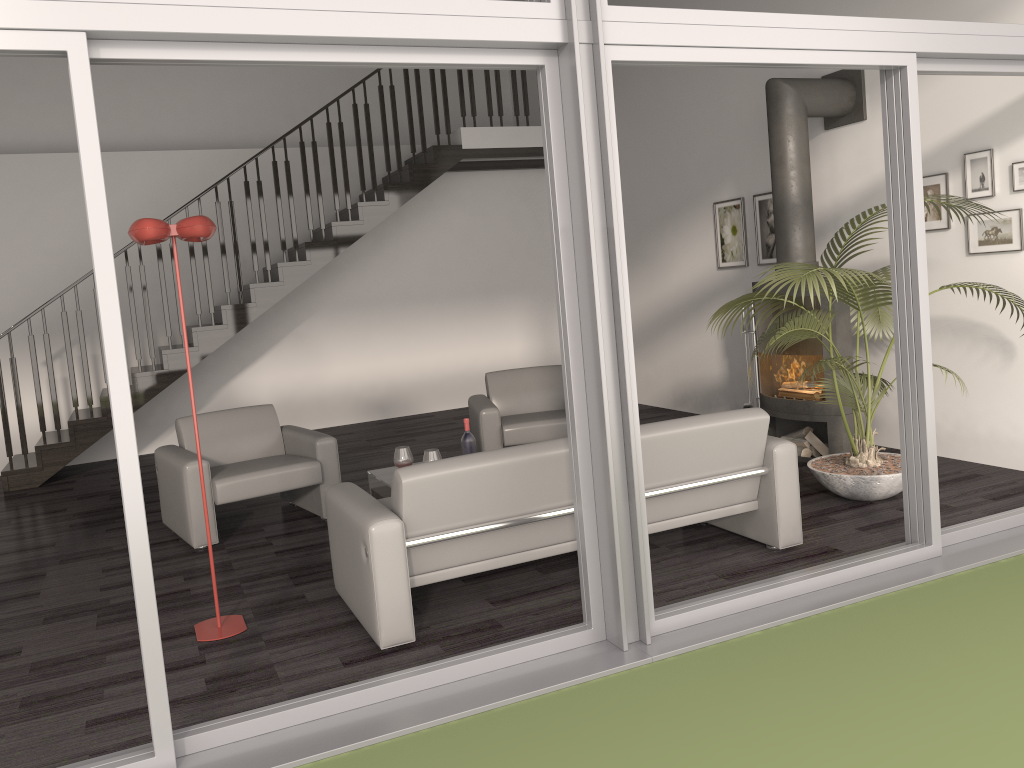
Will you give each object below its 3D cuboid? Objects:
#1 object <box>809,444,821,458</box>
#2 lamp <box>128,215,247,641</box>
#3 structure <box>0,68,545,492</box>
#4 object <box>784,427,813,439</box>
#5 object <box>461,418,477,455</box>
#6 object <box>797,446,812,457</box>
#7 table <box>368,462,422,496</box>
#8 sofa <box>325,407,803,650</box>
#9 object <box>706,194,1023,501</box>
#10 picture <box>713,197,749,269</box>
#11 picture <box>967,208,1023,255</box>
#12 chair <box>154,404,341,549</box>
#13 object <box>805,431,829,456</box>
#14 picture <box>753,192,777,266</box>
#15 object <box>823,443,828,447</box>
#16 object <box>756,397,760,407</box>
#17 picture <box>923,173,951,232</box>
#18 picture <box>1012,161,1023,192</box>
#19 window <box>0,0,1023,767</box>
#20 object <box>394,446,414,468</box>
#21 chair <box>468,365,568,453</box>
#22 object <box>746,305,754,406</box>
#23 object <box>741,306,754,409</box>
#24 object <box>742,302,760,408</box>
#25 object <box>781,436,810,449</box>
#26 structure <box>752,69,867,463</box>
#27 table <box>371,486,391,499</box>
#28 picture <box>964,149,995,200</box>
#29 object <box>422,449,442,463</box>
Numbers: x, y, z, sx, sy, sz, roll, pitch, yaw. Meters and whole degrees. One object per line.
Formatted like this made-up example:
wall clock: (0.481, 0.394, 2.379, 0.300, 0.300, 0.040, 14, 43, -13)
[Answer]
object: (2.057, 0.456, 6.232, 0.085, 0.086, 0.266, -7, 7, -21)
lamp: (-1.363, 0.187, 3.821, 0.354, 1.783, 0.365, -7, 5, -23)
structure: (-1.800, -1.545, 9.061, 6.353, 4.082, 1.001, -8, 5, -23)
object: (2.040, 0.388, 6.362, 0.104, 0.191, 0.306, -7, 6, -21)
object: (-0.254, 0.388, 5.251, 0.093, 0.369, 0.093, -7, 5, -24)
object: (1.971, 0.467, 6.208, 0.092, 0.081, 0.267, -7, 7, -22)
table: (-0.533, 0.689, 5.093, 0.401, 0.341, 0.681, -8, 7, -23)
sofa: (0.241, 0.542, 4.217, 2.118, 0.715, 0.903, -8, 6, -23)
object: (1.837, -0.179, 5.089, 2.124, 1.661, 1.720, -8, 6, -28)
picture: (1.871, -1.284, 7.584, 0.026, 0.576, 0.394, -7, 6, -23)
picture: (2.885, -0.907, 5.297, 0.015, 0.244, 0.360, -7, 6, -23)
chair: (-1.685, 0.544, 5.661, 0.965, 0.715, 0.911, -9, 7, -33)
object: (2.113, 0.420, 6.050, 0.072, 0.186, 0.254, -7, 6, -22)
picture: (2.084, -1.245, 7.093, 0.026, 0.576, 0.394, -7, 6, -23)
object: (2.127, 0.444, 6.278, 0.085, 0.083, 0.277, -7, 7, -21)
object: (1.952, -0.163, 6.860, 0.145, 1.049, 0.075, -3, 5, 28)
picture: (2.685, -1.161, 5.696, 0.015, 0.351, 0.289, -7, 6, -23)
picture: (2.956, -1.192, 5.046, 0.015, 0.165, 0.221, -7, 6, -23)
window: (-1.214, -0.524, 2.587, 9.762, 3.461, 0.386, -8, 5, -23)
object: (-0.627, 0.443, 5.129, 0.116, 0.155, 0.116, -6, 5, -14)
chair: (0.192, 0.263, 6.629, 0.963, 0.715, 0.913, -6, 6, -8)
object: (1.866, -0.208, 7.012, 0.116, 0.980, 0.042, -1, 6, 42)
object: (1.805, -0.166, 6.865, 0.078, 1.017, 0.167, -3, 5, 29)
object: (1.918, -0.132, 6.936, 0.400, 1.122, 0.402, -3, 5, 26)
object: (1.995, 0.413, 6.246, 0.073, 0.068, 0.258, -8, 7, -24)
structure: (2.296, -0.870, 6.290, 1.118, 2.666, 0.819, -7, 5, -23)
table: (-0.163, 0.692, 5.253, 1.202, 0.249, 0.601, -8, 7, -23)
picture: (2.820, -1.262, 5.347, 0.015, 0.279, 0.191, -7, 6, -23)
object: (-0.443, 0.446, 4.958, 0.116, 0.155, 0.116, -8, 6, -32)
